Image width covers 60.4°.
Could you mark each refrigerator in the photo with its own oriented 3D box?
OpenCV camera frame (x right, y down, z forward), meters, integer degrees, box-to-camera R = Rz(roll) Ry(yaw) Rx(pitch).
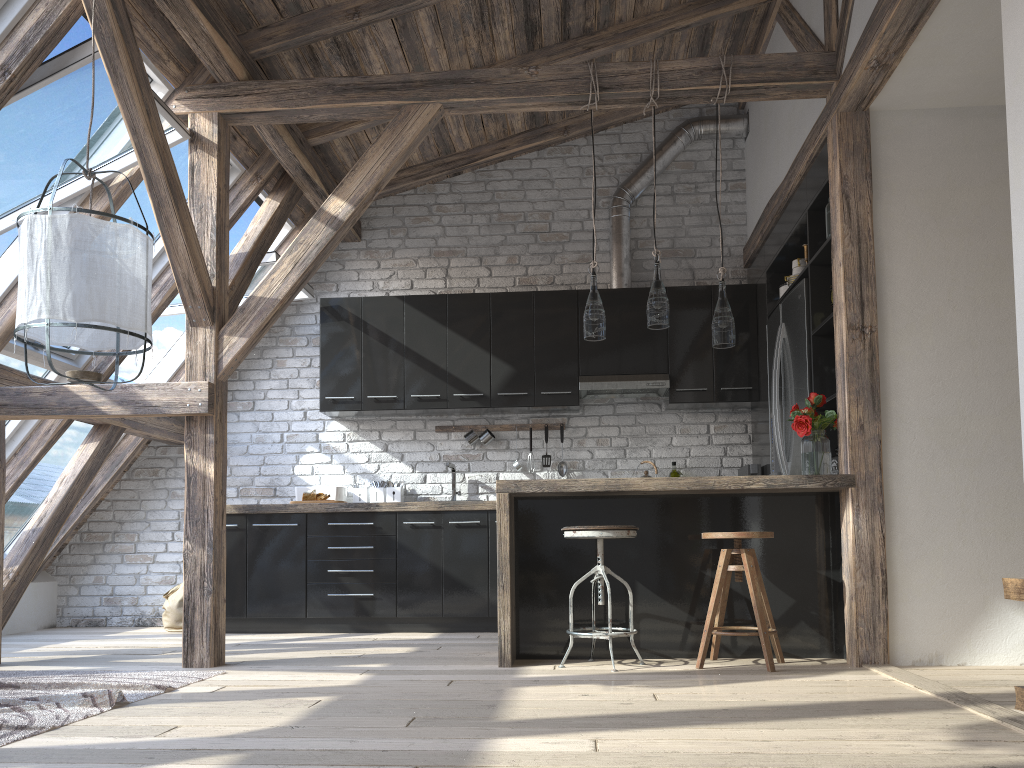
[{"bbox_3d":[1.931,0.472,4.999,0.852,1.900,0.953,-1,-5,4],"label":"refrigerator"}]

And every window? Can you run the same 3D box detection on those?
[{"bbox_3d":[-2.142,-0.615,5.722,1.520,1.262,0.866,-1,-6,4],"label":"window"},{"bbox_3d":[-2.269,-0.960,3.890,1.406,1.262,0.866,-1,-6,4],"label":"window"},{"bbox_3d":[-3.131,0.412,4.801,1.096,1.262,0.866,-1,-6,4],"label":"window"},{"bbox_3d":[-2.290,-1.134,2.971,1.096,1.262,0.866,-1,-6,4],"label":"window"},{"bbox_3d":[-3.061,0.584,5.717,1.096,1.262,0.866,-1,-6,4],"label":"window"},{"bbox_3d":[-2.150,-0.789,4.802,1.096,1.262,0.866,-1,-6,4],"label":"window"}]

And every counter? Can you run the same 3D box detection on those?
[{"bbox_3d":[-0.285,1.078,5.129,3.812,0.842,2.275,-1,-10,4],"label":"counter"}]

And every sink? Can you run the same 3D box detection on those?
[{"bbox_3d":[-0.430,0.784,5.988,0.526,0.509,0.521,-1,-7,4],"label":"sink"}]

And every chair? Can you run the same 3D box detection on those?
[{"bbox_3d":[0.406,0.962,4.005,0.355,0.629,0.356,-5,-7,38],"label":"chair"},{"bbox_3d":[1.020,0.964,3.947,0.342,0.589,0.344,-3,-6,24],"label":"chair"}]

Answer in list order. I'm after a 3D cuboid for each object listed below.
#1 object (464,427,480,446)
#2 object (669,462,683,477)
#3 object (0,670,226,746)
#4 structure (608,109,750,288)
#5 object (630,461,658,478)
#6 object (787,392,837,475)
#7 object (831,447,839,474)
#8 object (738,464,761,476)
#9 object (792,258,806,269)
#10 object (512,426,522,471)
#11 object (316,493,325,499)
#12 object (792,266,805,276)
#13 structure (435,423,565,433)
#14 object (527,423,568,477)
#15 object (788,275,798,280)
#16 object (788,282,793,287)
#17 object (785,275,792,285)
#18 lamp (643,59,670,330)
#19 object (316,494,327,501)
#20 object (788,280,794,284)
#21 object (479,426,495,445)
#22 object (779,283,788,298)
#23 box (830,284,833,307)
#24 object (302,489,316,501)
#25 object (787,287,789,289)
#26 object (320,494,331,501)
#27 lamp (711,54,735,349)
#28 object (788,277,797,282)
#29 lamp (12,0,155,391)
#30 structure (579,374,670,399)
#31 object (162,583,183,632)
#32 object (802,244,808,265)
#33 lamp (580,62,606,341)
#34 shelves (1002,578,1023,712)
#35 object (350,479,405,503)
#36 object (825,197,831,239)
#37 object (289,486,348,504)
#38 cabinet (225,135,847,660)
[{"bbox_3d":[-0.284,0.370,6.244,0.117,0.137,0.094,-1,-6,6],"label":"object"},{"bbox_3d":[1.140,0.679,6.105,0.089,0.279,0.082,-1,-4,0],"label":"object"},{"bbox_3d":[-2.486,0.984,2.428,2.187,0.056,3.235,-1,-11,5],"label":"object"},{"bbox_3d":[1.172,-1.254,6.200,0.983,1.270,0.171,-1,-4,4],"label":"structure"},{"bbox_3d":[0.891,0.626,5.845,0.222,0.232,0.225,0,-7,-6],"label":"object"},{"bbox_3d":[1.412,0.234,4.116,0.252,0.410,0.314,-5,-8,37],"label":"object"},{"bbox_3d":[1.672,0.393,4.391,0.134,0.163,0.136,0,-7,-6],"label":"object"},{"bbox_3d":[1.601,0.669,5.930,0.088,0.223,0.357,-1,-9,4],"label":"object"},{"bbox_3d":[1.653,-0.674,5.028,0.094,0.067,0.107,1,-9,-10],"label":"object"},{"bbox_3d":[0.037,0.455,6.218,0.071,0.322,0.066,-1,-4,4],"label":"object"},{"bbox_3d":[-1.302,0.771,5.969,0.074,0.066,0.080,3,-9,-24],"label":"object"},{"bbox_3d":[1.658,-0.629,5.029,0.106,0.067,0.095,-3,-9,15],"label":"object"},{"bbox_3d":[-0.089,0.307,6.247,0.932,0.045,0.082,-1,-9,4],"label":"structure"},{"bbox_3d":[0.247,0.465,6.169,0.282,0.377,0.070,-1,-4,5],"label":"object"},{"bbox_3d":[1.655,-0.597,5.032,0.149,0.026,0.150,9,-14,-43],"label":"object"},{"bbox_3d":[1.656,-0.562,5.030,0.149,0.022,0.150,-7,-12,30],"label":"object"},{"bbox_3d":[1.667,-0.602,5.182,0.094,0.067,0.107,-6,-10,32],"label":"object"},{"bbox_3d":[0.671,-0.892,4.155,0.108,1.224,0.241,-2,-4,16],"label":"lamp"},{"bbox_3d":[-1.279,0.765,5.915,0.072,0.057,0.084,2,-9,-20],"label":"object"},{"bbox_3d":[1.655,-0.574,5.030,0.149,0.026,0.150,9,-14,-43],"label":"object"},{"bbox_3d":[-0.176,0.366,6.228,0.118,0.137,0.094,-3,-6,21],"label":"object"},{"bbox_3d":[1.731,-0.568,5.401,0.188,0.172,0.209,-8,-11,44],"label":"object"},{"bbox_3d":[1.670,-0.455,4.463,0.083,0.112,0.084,1,-6,-16],"label":"box"},{"bbox_3d":[-1.361,0.749,5.900,0.090,0.086,0.087,2,-8,-18],"label":"object"},{"bbox_3d":[1.674,-0.556,5.179,0.094,0.067,0.107,5,-10,-33],"label":"object"},{"bbox_3d":[-1.258,0.770,5.934,0.073,0.054,0.084,2,-9,-19],"label":"object"},{"bbox_3d":[0.982,-0.850,4.122,0.109,1.327,0.227,-1,-4,6],"label":"lamp"},{"bbox_3d":[1.655,-0.585,5.031,0.149,0.026,0.150,9,-14,-43],"label":"object"},{"bbox_3d":[-1.380,-0.934,2.884,0.409,1.874,0.402,3,-6,-44],"label":"lamp"},{"bbox_3d":[0.763,0.015,6.056,0.600,0.102,0.374,-1,-10,4],"label":"structure"},{"bbox_3d":[-2.297,1.521,6.136,0.394,0.385,0.341,-5,-8,30],"label":"object"},{"bbox_3d":[1.611,-0.676,4.805,0.059,0.166,0.060,0,-5,-11],"label":"object"},{"bbox_3d":[0.381,-0.861,4.168,0.108,1.274,0.227,-1,-4,6],"label":"lamp"},{"bbox_3d":[1.187,0.534,1.288,0.331,0.444,1.627,-1,-10,4],"label":"shelves"},{"bbox_3d":[-0.940,0.767,6.239,0.405,0.199,0.149,-2,-6,6],"label":"object"},{"bbox_3d":[1.580,-0.801,4.246,0.125,0.204,0.126,-1,-6,9],"label":"object"},{"bbox_3d":[-1.319,0.774,6.073,0.381,0.132,0.599,1,-10,-7],"label":"object"},{"bbox_3d":[-0.086,0.268,5.236,4.215,2.481,2.120,-1,-7,4],"label":"cabinet"}]
